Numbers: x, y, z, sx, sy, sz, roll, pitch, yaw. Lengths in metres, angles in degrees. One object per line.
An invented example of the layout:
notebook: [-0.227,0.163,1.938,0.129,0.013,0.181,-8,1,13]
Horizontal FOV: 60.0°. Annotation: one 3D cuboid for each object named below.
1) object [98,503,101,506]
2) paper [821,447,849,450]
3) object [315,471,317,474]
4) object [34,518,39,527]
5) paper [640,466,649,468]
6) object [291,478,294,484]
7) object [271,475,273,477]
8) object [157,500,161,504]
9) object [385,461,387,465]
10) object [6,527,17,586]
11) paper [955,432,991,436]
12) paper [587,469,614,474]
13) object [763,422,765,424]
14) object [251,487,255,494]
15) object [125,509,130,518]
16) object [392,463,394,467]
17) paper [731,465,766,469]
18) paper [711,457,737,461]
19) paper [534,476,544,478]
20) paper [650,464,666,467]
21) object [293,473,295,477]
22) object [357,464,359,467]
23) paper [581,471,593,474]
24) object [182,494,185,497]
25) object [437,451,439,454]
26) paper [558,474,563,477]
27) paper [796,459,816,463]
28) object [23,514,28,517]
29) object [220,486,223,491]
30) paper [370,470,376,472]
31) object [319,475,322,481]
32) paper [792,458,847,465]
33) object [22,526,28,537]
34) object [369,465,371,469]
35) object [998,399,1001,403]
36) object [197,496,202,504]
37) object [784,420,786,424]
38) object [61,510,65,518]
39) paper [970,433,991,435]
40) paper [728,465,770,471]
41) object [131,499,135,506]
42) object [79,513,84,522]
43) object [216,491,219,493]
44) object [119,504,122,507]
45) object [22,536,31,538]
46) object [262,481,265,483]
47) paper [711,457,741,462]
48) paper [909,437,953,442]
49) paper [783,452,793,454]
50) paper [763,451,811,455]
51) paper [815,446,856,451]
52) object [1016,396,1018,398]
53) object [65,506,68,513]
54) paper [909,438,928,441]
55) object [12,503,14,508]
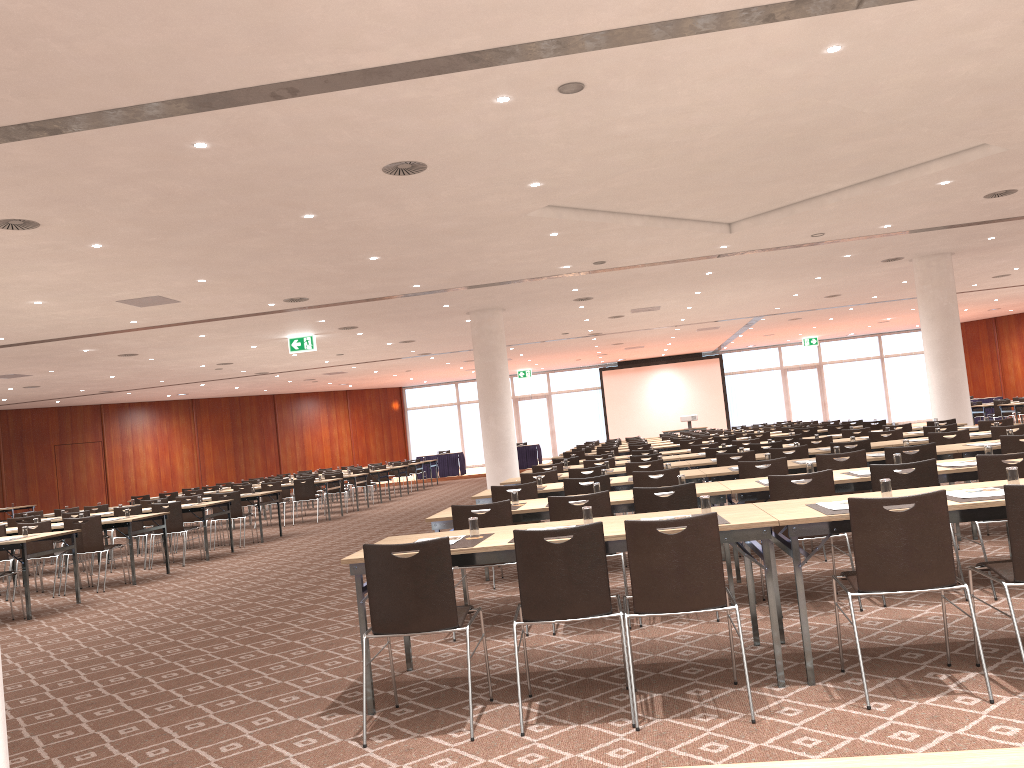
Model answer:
object: [-7.453,2.202,16.018,0.054,0.114,0.054,-8,-4,41]
paper: [3.832,0.762,10.547,0.283,0.006,0.398,-6,-3,7]
object: [-5.612,2.542,25.357,0.054,0.114,0.054,-5,-3,-27]
object: [-6.358,1.850,11.852,0.054,0.114,0.054,-7,-3,18]
paper: [1.598,1.011,10.807,0.283,0.006,0.398,-6,-3,8]
object: [-4.768,2.103,19.219,0.054,0.114,0.054,-5,-3,-27]
object: [-6.889,2.685,25.515,0.054,0.114,0.054,-5,-3,-27]
object: [-5.474,1.866,13.765,0.054,0.114,0.054,-6,-3,-4]
object: [-4.140,2.607,29.202,0.054,0.114,0.054,-6,-3,-4]
object: [-8.067,2.523,12.096,2.267,0.832,0.953,-6,-3,7]
paper: [5.484,0.578,10.275,0.460,0.003,0.565,-6,-3,7]
paper: [1.011,1.079,10.839,0.460,0.003,0.565,-6,-3,7]
object: [7.878,1.262,27.712,0.054,0.114,0.054,-8,-4,41]
object: [-4.568,1.879,15.660,0.054,0.114,0.054,-6,-3,-4]
object: [-5.073,1.706,11.694,0.054,0.114,0.054,-7,-3,18]
object: [-3.367,2.291,25.081,0.054,0.114,0.054,-6,-3,-4]
paper: [2.327,0.817,8.735,0.283,0.006,0.398,-6,-3,6]
paper: [2.562,0.906,10.722,0.283,0.006,0.398,-6,-3,8]
paper: [0.349,1.153,10.985,0.283,0.006,0.398,-6,-3,8]
paper: [1.632,1.009,10.757,0.460,0.003,0.565,-6,-3,7]
object: [-6.245,2.613,25.435,0.054,0.114,0.054,-5,-3,-27]
object: [-5.099,2.715,29.325,0.054,0.114,0.054,-5,-3,-27]
paper: [0.971,1.083,10.903,0.283,0.006,0.398,-6,-3,6]
object: [-5.861,2.024,15.826,0.054,0.114,0.054,-6,-3,-4]
object: [-2.706,2.511,32.409,0.054,0.114,0.054,-7,-3,18]
paper: [0.378,1.149,10.909,0.460,0.003,0.565,-6,-3,7]
paper: [2.944,0.747,8.643,0.283,0.006,0.398,-6,-3,7]
object: [-7.702,2.116,14.045,0.054,0.114,0.054,-5,-3,-27]
object: [-6.370,2.283,19.420,0.054,0.114,0.054,-8,-4,41]
paper: [-3.813,2.279,23.013,0.460,0.003,0.565,-6,-3,7]
object: [-4.141,2.032,19.129,0.054,0.114,0.054,-5,-3,-27]
paper: [2.988,0.743,8.593,0.460,0.003,0.565,-6,-3,9]
object: [-5.341,1.622,9.726,0.054,0.114,0.054,-6,-3,-4]
object: [-4.016,2.363,25.152,0.054,0.114,0.054,-6,-3,-4]
object: [13.726,0.492,24.976,0.054,0.114,0.054,-6,-3,-4]
object: [-4.819,1.793,13.677,0.054,0.114,0.054,-6,-3,-4]
object: [8.508,1.191,27.636,0.054,0.114,0.054,-5,-3,-27]
object: [-7.066,2.044,13.957,0.054,0.114,0.054,-5,-3,-27]
paper: [5.438,0.582,10.338,0.283,0.006,0.398,-6,-3,5]
paper: [2.360,0.812,8.651,0.460,0.003,0.565,-6,-3,9]
object: [-6.819,2.132,15.950,0.054,0.114,0.054,-8,-4,41]
object: [-5.717,1.778,11.777,0.054,0.114,0.054,-7,-3,18]
object: [-5.223,1.953,15.744,0.054,0.114,0.054,-6,-3,-4]
object: [-6.108,1.937,13.841,0.054,0.114,0.054,-6,-3,-4]
object: [-5.321,1.677,9.717,0.102,0.001,0.102,-6,-3,-4]
object: [-5.410,2.175,19.301,0.054,0.114,0.054,-5,-3,-27]
paper: [2.625,0.898,10.633,0.460,0.003,0.565,-6,-3,8]
paper: [4.867,0.647,10.361,0.460,0.003,0.565,-6,-3,7]
paper: [3.221,0.830,10.617,0.283,0.006,0.398,-6,-3,5]
paper: [3.254,0.826,10.530,0.460,0.003,0.565,-6,-3,8]
paper: [3.879,0.757,10.477,0.460,0.003,0.565,-6,-3,6]
object: [15.266,0.435,26.796,0.054,0.114,0.054,-6,-3,-4]
object: [-8.087,2.274,16.108,0.054,0.114,0.054,-8,-4,41]
paper: [4.804,0.653,10.420,0.283,0.006,0.398,-6,-3,6]
object: [-13.704,3.333,24.350,0.054,0.114,0.054,-5,-3,-27]
